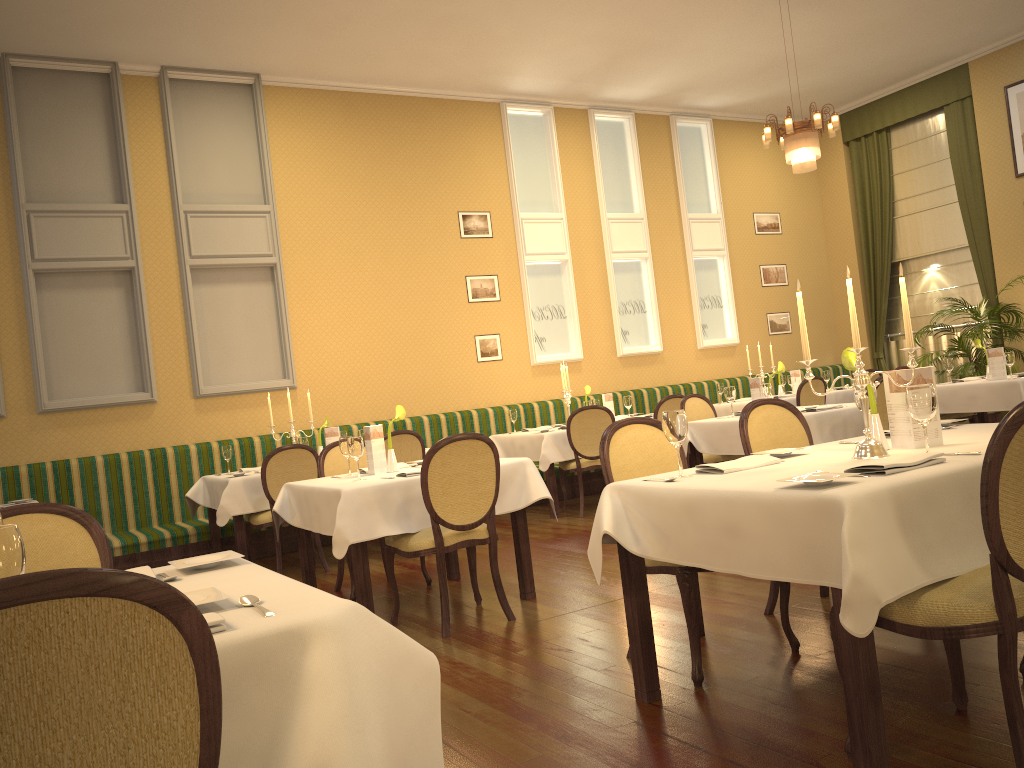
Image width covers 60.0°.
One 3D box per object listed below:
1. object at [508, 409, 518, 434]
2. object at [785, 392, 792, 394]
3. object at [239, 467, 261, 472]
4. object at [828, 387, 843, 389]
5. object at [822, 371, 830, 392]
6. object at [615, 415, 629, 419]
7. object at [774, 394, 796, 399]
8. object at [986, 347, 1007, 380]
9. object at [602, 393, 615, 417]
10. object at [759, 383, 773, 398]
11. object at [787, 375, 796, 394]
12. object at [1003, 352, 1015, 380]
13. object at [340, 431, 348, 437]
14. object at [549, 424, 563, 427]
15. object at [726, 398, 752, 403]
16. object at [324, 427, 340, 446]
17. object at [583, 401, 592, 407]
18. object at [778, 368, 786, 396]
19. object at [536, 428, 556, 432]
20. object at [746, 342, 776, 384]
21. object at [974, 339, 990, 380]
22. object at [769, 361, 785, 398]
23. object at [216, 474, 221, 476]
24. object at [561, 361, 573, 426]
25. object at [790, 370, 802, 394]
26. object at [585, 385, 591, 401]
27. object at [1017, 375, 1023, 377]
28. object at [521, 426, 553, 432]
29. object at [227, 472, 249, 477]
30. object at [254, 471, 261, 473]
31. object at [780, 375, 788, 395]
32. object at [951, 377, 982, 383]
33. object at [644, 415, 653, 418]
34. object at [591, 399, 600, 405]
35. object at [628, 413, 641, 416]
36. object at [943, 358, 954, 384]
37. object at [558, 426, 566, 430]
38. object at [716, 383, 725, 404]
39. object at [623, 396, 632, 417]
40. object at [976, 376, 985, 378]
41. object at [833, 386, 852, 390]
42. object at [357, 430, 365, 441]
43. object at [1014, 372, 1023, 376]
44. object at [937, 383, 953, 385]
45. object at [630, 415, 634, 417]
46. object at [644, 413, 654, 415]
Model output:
[{"bbox_3d":[0.018,0.360,8.555,0.088,0.229,0.088,-7,-1,18],"label":"object"},{"bbox_3d":[3.376,0.094,10.493,0.273,0.033,0.142,-6,-1,-30],"label":"object"},{"bbox_3d":[-2.081,0.690,7.256,0.273,0.033,0.142,-6,-1,-30],"label":"object"},{"bbox_3d":[3.727,0.049,10.121,0.160,0.024,0.160,-6,-1,-30],"label":"object"},{"bbox_3d":[3.468,-0.030,9.767,0.088,0.229,0.088,-7,-1,18],"label":"object"},{"bbox_3d":[1.057,0.348,9.136,0.273,0.033,0.142,-6,-1,-30],"label":"object"},{"bbox_3d":[2.889,0.135,9.472,0.273,0.033,0.142,-6,-1,-30],"label":"object"},{"bbox_3d":[4.203,-0.173,7.739,0.081,0.277,0.166,-6,-1,-24],"label":"object"},{"bbox_3d":[0.957,0.228,8.674,0.081,0.277,0.166,-7,-1,21],"label":"object"},{"bbox_3d":[1.792,0.111,6.228,0.088,0.229,0.088,-7,-1,12],"label":"object"},{"bbox_3d":[3.029,0.019,9.589,0.088,0.229,0.088,-7,-1,18],"label":"object"},{"bbox_3d":[4.179,-0.153,7.442,0.088,0.229,0.088,-7,-1,18],"label":"object"},{"bbox_3d":[-1.460,0.522,7.684,0.088,0.229,0.088,-7,-1,18],"label":"object"},{"bbox_3d":[0.459,0.417,8.842,0.160,0.024,0.160,-6,-1,-30],"label":"object"},{"bbox_3d":[2.561,0.182,9.973,0.273,0.033,0.142,-6,-1,-30],"label":"object"},{"bbox_3d":[-1.486,0.496,7.244,0.166,0.277,0.081,-7,-1,31],"label":"object"},{"bbox_3d":[0.709,0.273,8.231,0.088,0.229,0.088,-7,-1,18],"label":"object"},{"bbox_3d":[3.054,-0.050,10.058,0.163,0.375,0.076,-6,-1,-43],"label":"object"},{"bbox_3d":[0.292,0.422,7.958,0.160,0.024,0.160,-6,-1,-30],"label":"object"},{"bbox_3d":[2.775,-0.157,9.859,0.131,0.655,0.390,-6,-1,-24],"label":"object"},{"bbox_3d":[4.239,-0.225,7.956,0.076,0.375,0.163,-7,-1,-8],"label":"object"},{"bbox_3d":[1.949,0.024,6.560,0.163,0.375,0.076,-7,-1,37],"label":"object"},{"bbox_3d":[-2.371,0.730,7.153,0.038,0.015,0.181,-6,-1,-29],"label":"object"},{"bbox_3d":[0.528,0.089,8.534,0.131,0.655,0.390,-7,-1,-16],"label":"object"},{"bbox_3d":[3.182,-0.015,9.991,0.081,0.277,0.166,-7,-1,-14],"label":"object"},{"bbox_3d":[0.737,0.203,8.626,0.076,0.375,0.163,-7,-1,-8],"label":"object"},{"bbox_3d":[4.494,-0.082,7.635,0.273,0.024,0.142,-6,-1,-30],"label":"object"},{"bbox_3d":[0.242,0.436,8.616,0.273,0.033,0.142,-6,-1,-30],"label":"object"},{"bbox_3d":[-2.031,0.676,6.598,0.160,0.024,0.160,-6,-1,-30],"label":"object"},{"bbox_3d":[-1.921,0.669,6.718,0.038,0.015,0.181,-6,-1,-29],"label":"object"},{"bbox_3d":[3.182,0.014,10.402,0.088,0.229,0.088,-7,-1,18],"label":"object"},{"bbox_3d":[4.169,-0.039,8.148,0.273,0.033,0.142,-6,-1,-30],"label":"object"},{"bbox_3d":[1.411,0.300,8.547,0.273,0.024,0.142,-6,-1,-30],"label":"object"},{"bbox_3d":[0.863,0.268,9.044,0.088,0.229,0.088,-7,-1,12],"label":"object"},{"bbox_3d":[1.274,0.327,9.297,0.160,0.024,0.160,-6,-1,-30],"label":"object"},{"bbox_3d":[3.975,-0.119,8.056,0.088,0.229,0.088,-7,-1,18],"label":"object"},{"bbox_3d":[0.570,0.389,8.114,0.273,0.033,0.142,-6,-1,-30],"label":"object"},{"bbox_3d":[2.337,0.107,9.912,0.088,0.229,0.088,-7,-1,18],"label":"object"},{"bbox_3d":[1.114,0.229,8.479,0.088,0.229,0.088,-7,-1,18],"label":"object"},{"bbox_3d":[4.385,-0.059,8.310,0.160,0.024,0.160,-6,-1,-30],"label":"object"},{"bbox_3d":[3.731,0.046,9.905,0.273,0.024,0.142,-6,-1,-30],"label":"object"},{"bbox_3d":[-1.187,0.480,7.109,0.088,0.229,0.088,-7,-1,18],"label":"object"},{"bbox_3d":[4.577,-0.088,7.949,0.160,0.024,0.160,-6,-1,-30],"label":"object"},{"bbox_3d":[3.920,-0.003,8.006,0.017,0.010,0.185,-6,-1,-29],"label":"object"},{"bbox_3d":[1.209,0.337,9.206,0.038,0.015,0.181,-6,-1,-29],"label":"object"},{"bbox_3d":[1.408,0.302,8.763,0.160,0.024,0.160,-6,-1,-30],"label":"object"}]
